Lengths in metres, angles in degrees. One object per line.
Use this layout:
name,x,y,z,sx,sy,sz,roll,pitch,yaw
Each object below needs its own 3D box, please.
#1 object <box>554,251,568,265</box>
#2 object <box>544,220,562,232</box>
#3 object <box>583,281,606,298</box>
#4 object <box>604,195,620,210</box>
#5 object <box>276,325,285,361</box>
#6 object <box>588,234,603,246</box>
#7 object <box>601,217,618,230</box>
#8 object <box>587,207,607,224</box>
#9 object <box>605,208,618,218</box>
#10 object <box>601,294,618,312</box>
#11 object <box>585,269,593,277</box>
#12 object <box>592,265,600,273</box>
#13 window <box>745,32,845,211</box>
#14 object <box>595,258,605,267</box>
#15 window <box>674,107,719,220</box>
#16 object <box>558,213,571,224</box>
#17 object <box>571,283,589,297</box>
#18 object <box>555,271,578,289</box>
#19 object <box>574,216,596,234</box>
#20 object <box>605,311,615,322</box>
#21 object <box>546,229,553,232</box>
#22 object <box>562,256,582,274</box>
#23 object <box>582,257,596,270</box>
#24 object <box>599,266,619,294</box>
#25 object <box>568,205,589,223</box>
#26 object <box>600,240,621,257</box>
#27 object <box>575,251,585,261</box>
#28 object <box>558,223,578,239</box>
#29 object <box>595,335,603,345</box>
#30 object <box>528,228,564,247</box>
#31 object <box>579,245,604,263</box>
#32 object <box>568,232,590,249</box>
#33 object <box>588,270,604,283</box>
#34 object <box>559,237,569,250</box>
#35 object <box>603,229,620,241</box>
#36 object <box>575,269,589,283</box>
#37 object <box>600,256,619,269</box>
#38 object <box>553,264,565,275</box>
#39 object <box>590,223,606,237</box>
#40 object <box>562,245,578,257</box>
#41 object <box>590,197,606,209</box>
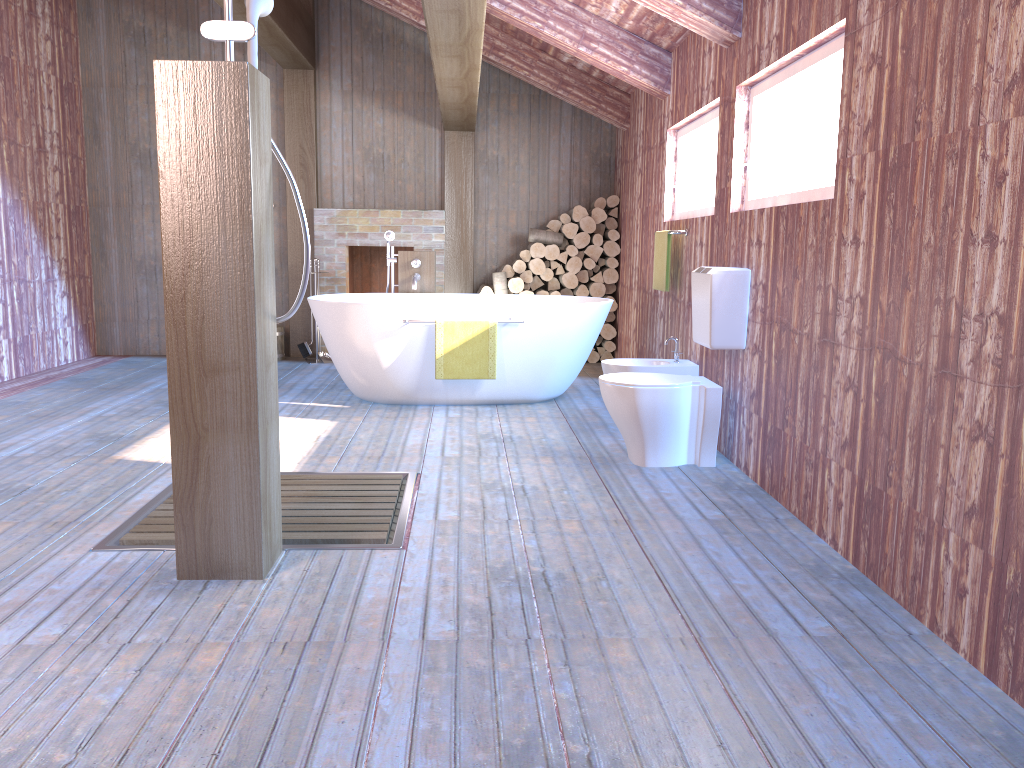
object,0.409,-1.090,7.696,0.109,0.124,0.424,0,9,-4
object,0.358,-1.369,7.752,0.140,0.121,0.319,1,9,-1
object,0.714,-0.830,7.763,0.137,0.133,0.437,0,9,-5
object,0.854,-1.572,7.686,0.112,0.113,0.271,0,9,-3
object,-2.130,-0.354,7.692,0.309,0.290,0.308,2,9,7
object,0.718,-1.249,7.690,0.089,0.106,0.437,0,9,-2
object,0.847,-1.392,7.714,0.107,0.115,0.269,0,9,-2
object,0.728,-1.450,7.682,0.133,0.142,0.456,0,9,-2
object,0.856,-1.489,7.715,0.081,0.100,0.281,0,9,-3
object,0.816,-0.718,7.800,0.139,0.137,0.455,0,9,-5
object,0.661,-0.970,7.718,0.065,0.069,0.177,0,9,-4
object,0.720,-1.006,7.717,0.067,0.069,0.177,0,9,-3
window,1.159,-1.010,3.576,0.054,0.587,1.255,0,9,-2
object,0.779,-1.069,7.768,0.088,0.092,0.280,0,9,-2
window,1.103,-1.245,5.104,0.054,0.587,1.255,0,9,-2
object,0.451,-1.422,7.641,0.094,0.097,0.227,0,9,-2
object,0.590,-0.816,7.726,0.114,0.113,0.301,0,9,-5
object,0.474,-0.911,7.730,0.141,0.143,0.437,0,9,-5
object,0.620,-1.372,7.669,0.141,0.143,0.437,0,9,-5
object,0.829,-0.617,7.850,0.114,0.113,0.301,0,9,-5
object,0.304,-1.285,7.761,0.113,0.130,0.291,0,9,-2
object,0.519,-1.033,7.714,0.136,0.157,0.439,0,9,-2
object,0.648,-1.054,7.716,0.102,0.109,0.438,0,9,-3
object,0.830,-0.900,7.761,0.137,0.256,0.439,0,9,-3
object,0.569,-1.466,7.670,0.135,0.139,0.456,0,9,-2
object,0.836,-1.181,7.712,0.147,0.152,0.439,0,9,-3
object,0.574,-1.110,7.683,0.095,0.090,0.278,1,9,-2
object,0.481,-1.329,7.685,0.139,0.148,0.458,0,9,-3
object,0.749,-0.396,7.874,0.085,0.091,0.280,0,9,-5
object,0.288,-1.250,7.565,0.302,0.157,0.121,0,9,-2
object,0.683,-1.138,7.736,0.172,0.151,0.482,0,9,-2
object,0.578,-1.237,7.687,0.143,0.151,0.440,0,9,-3
object,0.717,-0.945,7.738,0.115,0.112,0.423,0,9,-3
object,0.423,-1.237,7.776,0.121,0.124,0.291,0,9,-2
object,0.850,-1.292,7.692,0.102,0.109,0.438,0,9,-3
object,0.591,-0.944,7.718,0.111,0.118,0.302,0,9,-4
object,0.843,-1.063,7.727,0.102,0.109,0.438,0,9,-3
object,0.412,-1.002,7.717,0.085,0.096,0.280,0,9,-2
object,0.736,-1.347,7.780,0.132,0.119,0.319,1,9,-2
object,0.499,-1.160,7.690,0.102,0.109,0.438,0,9,-3
object,0.747,-1.549,7.683,0.104,0.121,0.270,0,9,-2
